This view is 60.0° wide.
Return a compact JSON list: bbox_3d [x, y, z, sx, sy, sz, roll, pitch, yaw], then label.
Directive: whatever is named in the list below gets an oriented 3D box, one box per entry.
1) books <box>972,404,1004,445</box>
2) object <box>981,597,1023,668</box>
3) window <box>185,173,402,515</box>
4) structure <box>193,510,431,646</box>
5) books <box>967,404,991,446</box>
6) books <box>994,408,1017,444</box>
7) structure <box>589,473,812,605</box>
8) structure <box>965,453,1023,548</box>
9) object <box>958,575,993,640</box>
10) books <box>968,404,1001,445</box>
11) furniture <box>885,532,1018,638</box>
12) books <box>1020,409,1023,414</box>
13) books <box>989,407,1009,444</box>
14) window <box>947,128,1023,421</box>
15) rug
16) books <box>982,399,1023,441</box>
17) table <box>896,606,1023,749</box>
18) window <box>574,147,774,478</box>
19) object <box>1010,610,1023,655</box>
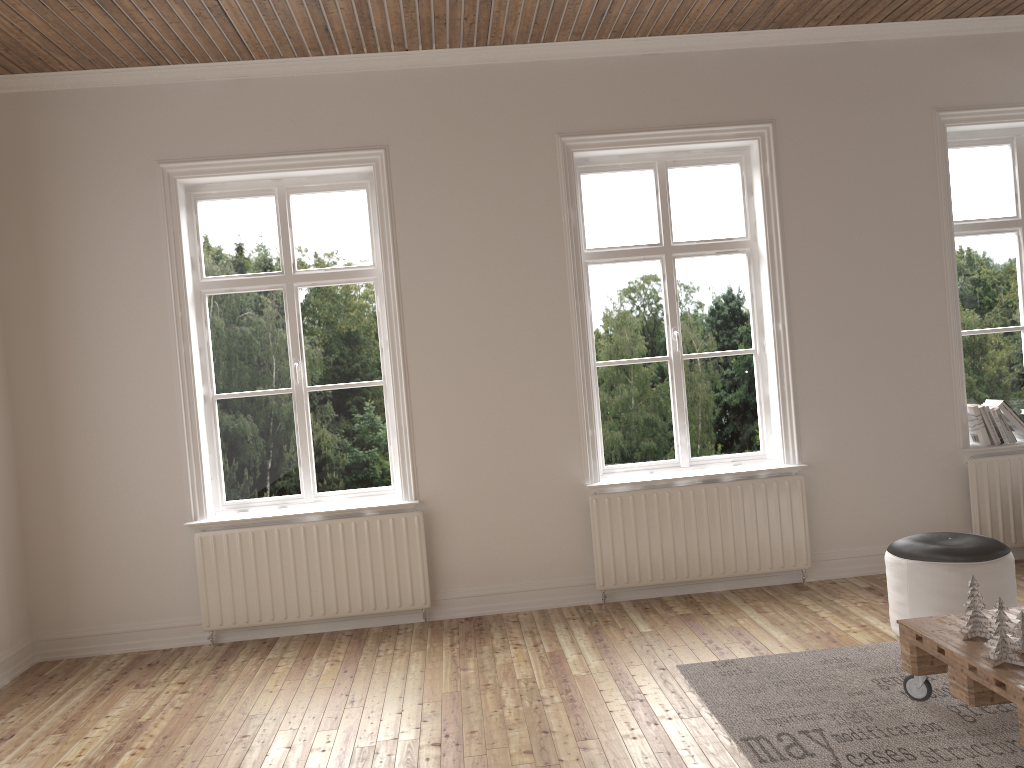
[{"bbox_3d":[2.764,0.235,5.165,0.104,0.232,0.152,-5,1,-4],"label":"books"},{"bbox_3d":[1.540,0.770,2.786,0.106,0.208,0.107,-5,1,12],"label":"object"},{"bbox_3d":[-1.221,-0.218,4.981,1.055,1.872,0.120,-5,1,-4],"label":"window"},{"bbox_3d":[-1.058,1.147,4.800,1.223,0.829,0.085,-5,1,-5],"label":"structure"},{"bbox_3d":[2.688,0.237,5.168,0.093,0.239,0.172,-5,1,-4],"label":"books"},{"bbox_3d":[2.833,0.239,5.169,0.118,0.213,0.161,-5,1,-4],"label":"books"},{"bbox_3d":[1.061,0.964,4.949,1.223,0.829,0.095,-5,1,-4],"label":"structure"},{"bbox_3d":[3.220,0.778,5.102,1.223,0.829,0.095,-5,1,-4],"label":"structure"},{"bbox_3d":[1.588,0.759,3.041,0.108,0.213,0.109,-4,1,21],"label":"object"},{"bbox_3d":[2.733,0.236,5.161,0.112,0.235,0.172,-5,1,-4],"label":"books"},{"bbox_3d":[1.942,0.902,3.933,0.518,0.430,0.518,-4,1,17],"label":"furniture"},{"bbox_3d":[3.183,0.153,5.209,0.296,0.028,0.180,-5,1,-4],"label":"books"},{"bbox_3d":[2.794,0.239,5.172,0.101,0.218,0.161,-5,1,-4],"label":"books"},{"bbox_3d":[3.091,-0.590,5.285,1.055,1.872,0.120,-5,1,-4],"label":"window"},{"bbox_3d":[2.020,1.134,2.816,2.474,0.003,2.254,-5,1,-4],"label":"rug"},{"bbox_3d":[2.899,0.212,5.178,0.226,0.255,0.176,-5,1,-4],"label":"books"},{"bbox_3d":[2.055,0.978,2.935,1.189,0.300,0.821,-5,1,-4],"label":"table"},{"bbox_3d":[0.935,-0.404,5.133,1.055,1.872,0.120,-5,1,-4],"label":"window"},{"bbox_3d":[1.651,0.797,2.869,0.072,0.132,0.076,-5,1,-4],"label":"object"}]
